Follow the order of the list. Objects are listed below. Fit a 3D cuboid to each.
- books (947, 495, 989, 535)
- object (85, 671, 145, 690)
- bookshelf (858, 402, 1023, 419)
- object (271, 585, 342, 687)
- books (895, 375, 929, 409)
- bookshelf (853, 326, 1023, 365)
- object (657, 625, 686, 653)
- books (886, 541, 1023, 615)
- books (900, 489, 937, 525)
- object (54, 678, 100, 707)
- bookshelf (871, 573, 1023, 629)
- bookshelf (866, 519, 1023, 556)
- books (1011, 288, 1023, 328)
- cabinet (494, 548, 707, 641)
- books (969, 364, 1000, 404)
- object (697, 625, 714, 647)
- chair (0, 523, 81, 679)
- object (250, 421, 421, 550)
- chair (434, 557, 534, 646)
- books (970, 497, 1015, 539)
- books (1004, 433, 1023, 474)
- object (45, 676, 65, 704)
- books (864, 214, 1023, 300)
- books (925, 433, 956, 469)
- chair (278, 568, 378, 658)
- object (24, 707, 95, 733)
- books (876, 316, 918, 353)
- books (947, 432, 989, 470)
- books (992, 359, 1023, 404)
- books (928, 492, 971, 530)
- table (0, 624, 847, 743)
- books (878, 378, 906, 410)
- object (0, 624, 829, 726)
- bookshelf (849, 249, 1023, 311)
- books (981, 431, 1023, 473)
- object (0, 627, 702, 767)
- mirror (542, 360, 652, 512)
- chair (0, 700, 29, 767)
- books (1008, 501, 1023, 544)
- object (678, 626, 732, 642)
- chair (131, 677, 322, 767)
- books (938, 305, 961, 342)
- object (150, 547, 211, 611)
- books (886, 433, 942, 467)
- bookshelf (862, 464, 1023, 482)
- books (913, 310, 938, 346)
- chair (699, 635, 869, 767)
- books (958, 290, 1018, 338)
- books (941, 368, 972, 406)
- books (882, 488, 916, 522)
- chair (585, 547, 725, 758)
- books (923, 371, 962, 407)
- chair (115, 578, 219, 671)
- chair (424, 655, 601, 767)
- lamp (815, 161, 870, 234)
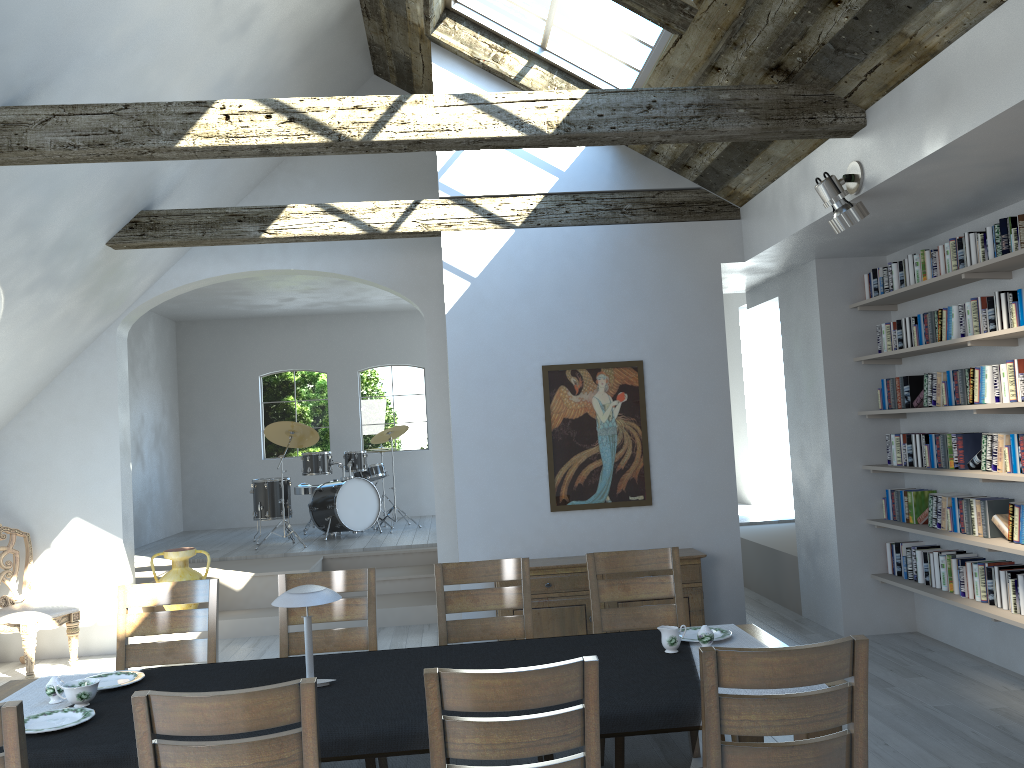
[{"bbox_3d":[2.873,0.815,5.534,0.209,0.220,0.278,-3,-3,-6],"label":"books"},{"bbox_3d":[-1.544,1.144,3.402,0.250,0.017,0.253,-3,-3,-4],"label":"object"},{"bbox_3d":[2.993,0.001,2.644,0.315,0.070,7.825,-3,-3,-4],"label":"bookshelf"},{"bbox_3d":[-0.739,0.913,3.220,0.251,0.362,0.251,-4,-3,18],"label":"object"},{"bbox_3d":[2.790,0.051,6.039,0.189,0.224,0.345,-3,-3,-4],"label":"books"},{"bbox_3d":[2.971,-0.393,2.666,0.315,0.070,7.825,-3,-3,-4],"label":"bookshelf"},{"bbox_3d":[0.614,0.979,3.410,0.100,0.098,0.071,-1,-4,-35],"label":"object"},{"bbox_3d":[2.938,1.167,4.996,0.242,0.237,2.981,-3,-3,-4],"label":"books"},{"bbox_3d":[2.831,0.845,6.063,0.189,0.224,0.345,-3,-3,-4],"label":"books"},{"bbox_3d":[-1.523,1.095,3.132,0.124,0.081,0.130,-6,-4,38],"label":"object"},{"bbox_3d":[3.062,1.184,2.580,0.315,0.070,7.825,-3,-3,-4],"label":"bookshelf"},{"bbox_3d":[3.039,0.790,2.601,0.315,0.070,7.825,-3,-3,-4],"label":"bookshelf"},{"bbox_3d":[2.864,-0.415,4.790,0.209,0.220,0.278,-3,-3,-6],"label":"books"},{"bbox_3d":[0.596,1.564,6.127,1.481,0.714,0.383,-3,-3,-4],"label":"cabinet"},{"bbox_3d":[2.849,0.002,5.245,0.189,0.228,0.249,-3,-3,-4],"label":"books"},{"bbox_3d":[0.745,0.974,3.410,0.064,0.092,0.064,-2,-4,-27],"label":"object"},{"bbox_3d":[-3.773,1.641,6.850,0.655,1.159,0.552,-4,-3,21],"label":"chair"},{"bbox_3d":[-2.277,1.138,10.702,1.465,1.383,2.354,-6,-4,40],"label":"object"},{"bbox_3d":[-0.101,1.346,4.050,0.514,1.006,0.605,-3,-3,-4],"label":"chair"},{"bbox_3d":[2.893,0.799,5.230,0.189,0.229,0.343,-3,-3,-4],"label":"books"},{"bbox_3d":[2.897,0.382,4.919,0.209,0.220,0.278,-3,-3,-6],"label":"books"},{"bbox_3d":[-1.649,1.101,3.202,0.064,0.092,0.064,-4,-3,14],"label":"object"},{"bbox_3d":[2.823,-0.800,5.112,0.242,0.237,2.981,-3,-3,-4],"label":"books"},{"bbox_3d":[2.835,0.431,5.754,0.209,0.220,0.278,-3,-3,-6],"label":"books"},{"bbox_3d":[-0.843,1.386,3.993,0.514,1.006,0.605,-3,-3,-4],"label":"chair"},{"bbox_3d":[-1.515,1.116,2.930,0.250,0.017,0.253,-3,-3,-4],"label":"object"},{"bbox_3d":[2.759,-0.334,6.203,0.214,0.220,0.490,-3,-3,-4],"label":"books"},{"bbox_3d":[2.856,0.414,5.444,0.189,0.224,0.345,-3,-3,-4],"label":"books"},{"bbox_3d":[2.879,-0.025,4.871,0.214,0.237,0.490,-3,-3,-4],"label":"books"},{"bbox_3d":[2.852,0.828,5.778,0.189,0.228,0.249,-3,-3,-4],"label":"books"},{"bbox_3d":[-0.438,1.454,3.213,3.078,0.737,0.939,-3,-3,-4],"label":"table"},{"bbox_3d":[2.769,0.068,6.349,0.209,0.220,0.278,-3,-3,-6],"label":"books"},{"bbox_3d":[-0.440,1.120,3.237,2.872,0.077,1.050,-3,-3,-4],"label":"object"},{"bbox_3d":[2.948,-0.787,2.687,0.315,0.070,7.825,-3,-3,-4],"label":"bookshelf"},{"bbox_3d":[2.877,0.395,5.163,0.189,0.228,0.249,-3,-3,-4],"label":"books"},{"bbox_3d":[-0.432,1.192,3.236,2.456,0.227,1.073,-3,-3,-4],"label":"object"},{"bbox_3d":[0.611,0.370,6.371,0.736,1.047,0.009,-3,-3,-4],"label":"mirror"},{"bbox_3d":[-1.476,1.339,2.469,0.514,1.006,0.605,-3,-3,-4],"label":"chair"},{"bbox_3d":[2.914,0.774,4.943,0.189,0.228,0.249,-3,-3,-4],"label":"books"},{"bbox_3d":[0.765,1.021,3.599,0.250,0.017,0.253,-3,-3,-4],"label":"object"},{"bbox_3d":[-0.734,1.299,2.527,0.514,1.006,0.605,-3,-3,-4],"label":"chair"},{"bbox_3d":[2.805,-0.375,5.548,0.189,0.228,0.249,-3,-3,-4],"label":"books"},{"bbox_3d":[-2.906,1.757,7.789,0.396,0.605,0.402,-6,-4,42],"label":"object"},{"bbox_3d":[2.806,0.455,6.153,0.214,0.220,0.490,-3,-3,-4],"label":"books"},{"bbox_3d":[3.016,0.395,2.623,0.315,0.070,7.825,-3,-3,-4],"label":"bookshelf"},{"bbox_3d":[2.788,-0.357,5.817,0.209,0.220,0.278,-3,-3,-6],"label":"books"},{"bbox_3d":[0.750,1.219,2.642,0.514,1.006,0.605,-3,-3,-4],"label":"chair"},{"bbox_3d":[2.835,-0.401,5.174,0.214,0.237,0.490,-3,-3,-4],"label":"books"},{"bbox_3d":[2.831,0.019,5.515,0.209,0.220,0.278,-3,-3,-6],"label":"books"},{"bbox_3d":[2.811,0.864,6.369,0.209,0.220,0.278,-3,-3,-6],"label":"books"},{"bbox_3d":[0.641,1.306,4.108,0.514,1.006,0.605,-3,-3,-4],"label":"chair"},{"bbox_3d":[2.811,0.032,5.758,0.189,0.228,0.249,-3,-3,-4],"label":"books"},{"bbox_3d":[-1.585,1.425,3.935,0.514,1.006,0.605,-3,-3,-4],"label":"chair"},{"bbox_3d":[0.008,1.259,2.584,0.514,1.006,0.605,-3,-3,-4],"label":"chair"},{"bbox_3d":[1.764,-0.995,4.749,0.265,0.386,0.235,-4,-3,17],"label":"lamp"}]
